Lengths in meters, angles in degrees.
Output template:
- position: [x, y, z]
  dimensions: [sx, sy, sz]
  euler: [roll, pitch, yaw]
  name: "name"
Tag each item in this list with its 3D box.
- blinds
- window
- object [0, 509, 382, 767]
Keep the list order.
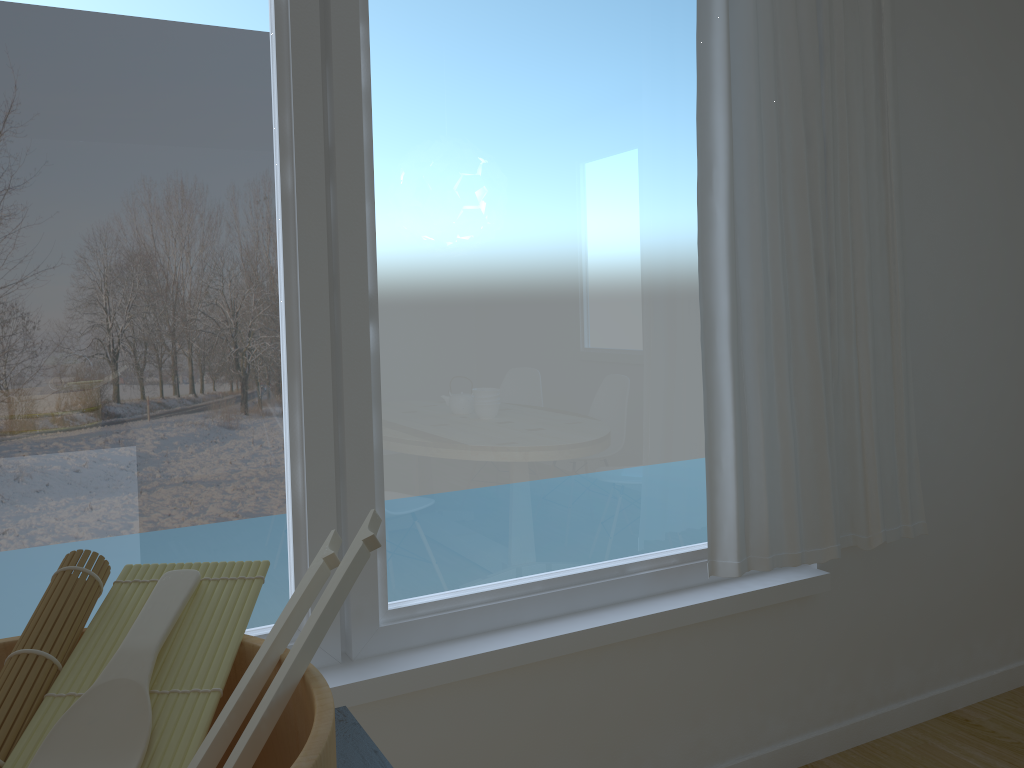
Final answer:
- position: [0.838, -0.602, 2.398]
  dimensions: [0.796, 2.156, 0.150]
  euler: [-3, 2, -27]
  name: "blinds"
- position: [-0.411, -0.346, 1.965]
  dimensions: [2.730, 1.914, 0.088]
  euler: [-4, 2, -28]
  name: "window"
- position: [-0.286, 0.227, 0.506]
  dimensions: [0.378, 0.214, 0.431]
  euler: [-2, 4, 1]
  name: "object"
